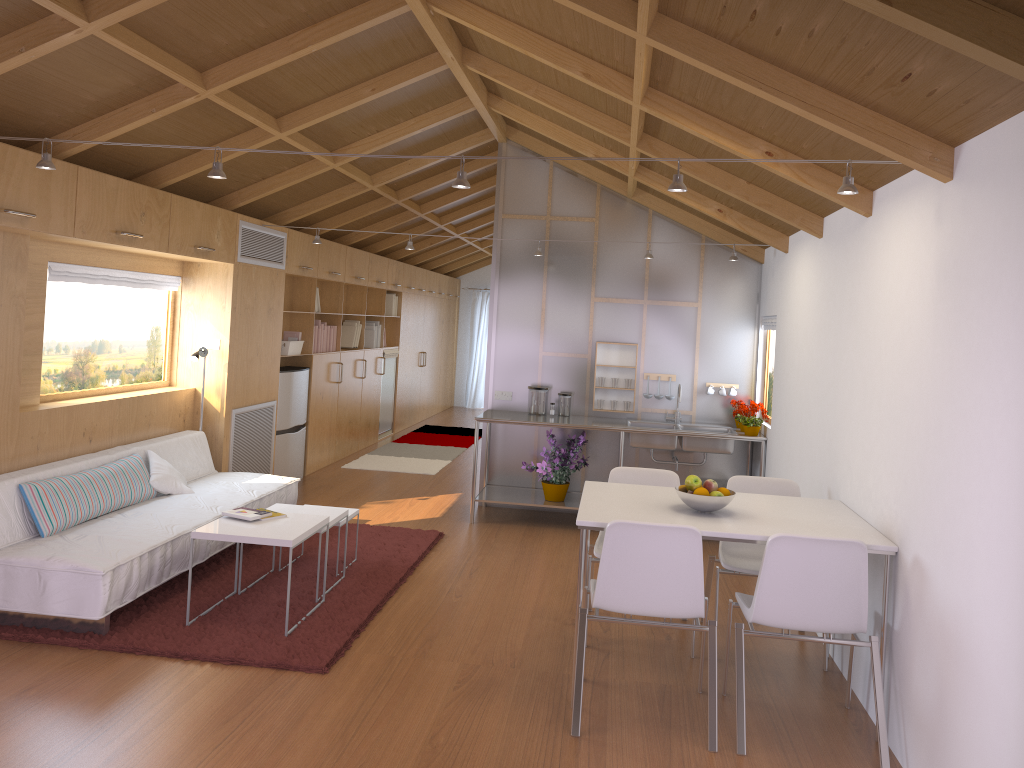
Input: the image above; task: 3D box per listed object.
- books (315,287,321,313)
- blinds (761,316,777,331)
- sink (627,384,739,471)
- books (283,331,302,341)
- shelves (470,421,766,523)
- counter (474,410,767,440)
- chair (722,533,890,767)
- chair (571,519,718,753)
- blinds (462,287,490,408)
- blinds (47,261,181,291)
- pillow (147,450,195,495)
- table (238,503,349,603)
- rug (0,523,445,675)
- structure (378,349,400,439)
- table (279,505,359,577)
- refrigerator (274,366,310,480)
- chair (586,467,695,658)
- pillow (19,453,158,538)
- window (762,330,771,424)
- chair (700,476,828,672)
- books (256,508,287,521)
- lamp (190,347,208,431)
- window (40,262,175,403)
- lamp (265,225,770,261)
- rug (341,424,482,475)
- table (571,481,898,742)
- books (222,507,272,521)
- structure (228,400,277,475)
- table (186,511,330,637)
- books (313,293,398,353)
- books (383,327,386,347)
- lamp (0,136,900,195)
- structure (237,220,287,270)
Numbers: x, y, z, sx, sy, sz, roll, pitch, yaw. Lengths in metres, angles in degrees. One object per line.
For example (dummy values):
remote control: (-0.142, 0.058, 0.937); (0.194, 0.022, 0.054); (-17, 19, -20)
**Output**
books: (-1.880, -0.812, 8.175); (0.176, 0.296, 0.279); (3, 2, 7)
blinds: (1.912, -0.448, 6.515); (0.047, 0.111, 0.725); (3, 4, 7)
sink: (1.271, 0.326, 6.683); (0.810, 0.640, 0.564); (3, 2, 7)
books: (-1.942, -0.366, 7.775); (0.150, 0.192, 0.088); (3, 0, 7)
shelves: (0.782, 0.698, 6.711); (2.093, 0.753, 0.632); (4, 1, 7)
counter: (0.804, 0.304, 6.713); (2.110, 0.021, 0.650); (4, 4, 7)
chair: (1.121, 0.934, 3.405); (0.531, 0.786, 0.547); (3, 1, 7)
chair: (0.531, 0.896, 3.477); (0.531, 0.786, 0.547); (3, 1, 7)
blinds: (0.512, -0.543, 14.874); (2.848, 2.037, 0.233); (3, 0, 6)
blinds: (-2.470, -0.669, 5.596); (0.047, 0.111, 1.499); (3, 4, 7)
pillow: (-2.062, 0.535, 5.323); (0.267, 0.252, 0.347); (2, 3, -29)
table: (-1.166, 0.896, 4.766); (0.424, 0.383, 0.459); (3, 2, 7)
rug: (-1.564, 1.063, 5.018); (1.886, 0.020, 2.483); (4, 4, 7)
structure: (-1.636, 0.098, 10.797); (0.316, 1.079, 0.725); (3, 1, 7)
table: (-1.120, 0.908, 5.164); (0.342, 0.308, 0.369); (3, 2, 7)
refrigerator: (-1.979, 0.360, 7.655); (0.262, 0.987, 0.713); (3, 1, 7)
chair: (0.642, 0.839, 4.379); (0.531, 0.786, 0.547); (3, 1, 7)
pillow: (-2.214, 0.572, 4.713); (0.171, 0.251, 1.043); (3, 4, 7)
window: (1.933, -0.102, 6.507); (0.026, 0.795, 0.724); (3, 2, 7)
chair: (1.231, 0.877, 4.306); (0.531, 0.786, 0.547); (3, 1, 7)
books: (-1.263, 0.662, 4.471); (0.193, 0.016, 0.152); (6, 5, 36)
lamp: (-2.173, 0.340, 6.164); (0.182, 1.197, 0.255); (3, 0, -17)
window: (-2.540, -0.333, 5.599); (0.035, 0.789, 1.498); (3, 3, 7)
lamp: (-0.005, -1.034, 6.524); (3.830, 0.153, 0.072); (4, 0, 7)
rug: (-0.973, 0.722, 10.333); (0.917, 0.011, 3.726); (4, 4, 7)
table: (0.883, 0.912, 3.827); (1.209, 0.743, 0.900); (4, 2, 7)
books: (-1.322, 0.647, 4.409); (0.193, 0.016, 0.152); (5, 4, 26)
structure: (-1.994, 0.519, 6.799); (0.013, 0.721, 0.820); (3, 2, 7)
table: (-1.220, 0.898, 4.308); (0.485, 0.438, 0.525); (3, 2, 7)
books: (-1.708, -0.712, 9.617); (0.189, 0.657, 3.112); (3, 4, 7)
books: (-1.607, -0.593, 10.580); (0.176, 0.296, 0.279); (3, 2, 7)
lamp: (-0.391, -0.831, 3.356); (3.830, 0.153, 0.072); (4, 0, 7)
structure: (-1.909, -1.056, 6.786); (0.013, 0.300, 0.904); (3, 4, 7)
